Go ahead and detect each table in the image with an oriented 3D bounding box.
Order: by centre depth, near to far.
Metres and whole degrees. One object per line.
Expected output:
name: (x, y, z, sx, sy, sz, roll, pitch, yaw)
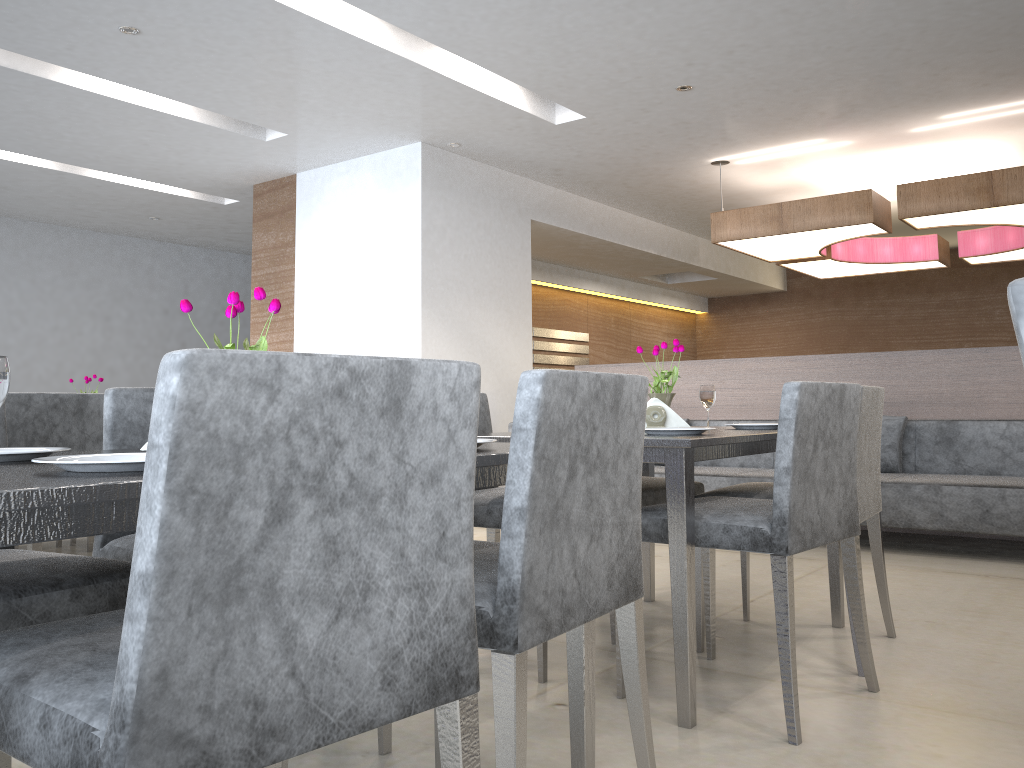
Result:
table: (-0.466, 0.435, 1.430, 0.775, 0.639, 1.185, -3, -4, 37)
table: (0.448, 0.459, 2.636, 0.775, 0.639, 1.185, -3, -4, 37)

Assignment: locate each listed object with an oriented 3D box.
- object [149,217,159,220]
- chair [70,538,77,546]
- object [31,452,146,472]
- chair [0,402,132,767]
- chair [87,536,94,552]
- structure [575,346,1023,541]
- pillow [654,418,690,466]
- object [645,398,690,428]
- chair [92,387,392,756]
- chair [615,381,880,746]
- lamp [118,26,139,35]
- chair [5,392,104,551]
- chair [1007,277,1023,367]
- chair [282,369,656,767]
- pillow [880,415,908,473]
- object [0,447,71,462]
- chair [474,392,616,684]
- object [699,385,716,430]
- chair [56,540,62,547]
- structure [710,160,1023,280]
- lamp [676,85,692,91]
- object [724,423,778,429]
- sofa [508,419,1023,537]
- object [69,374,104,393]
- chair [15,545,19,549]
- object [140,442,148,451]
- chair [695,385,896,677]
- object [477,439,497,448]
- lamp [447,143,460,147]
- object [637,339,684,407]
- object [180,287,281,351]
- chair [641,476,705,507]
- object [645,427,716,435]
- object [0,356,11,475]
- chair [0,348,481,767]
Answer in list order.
object: (-3.329, -1.538, 8.220, 0.089, 0.007, 0.088, 0, -2, -8)
chair: (-2.384, 0.495, 5.101, 0.490, 0.768, 0.475, -5, -6, 42)
object: (-0.487, 0.099, 1.121, 0.216, 0.015, 0.216, -2, -2, 37)
chair: (-0.916, 0.376, 1.431, 0.491, 0.768, 0.475, -4, -6, 32)
chair: (-2.136, 0.468, 4.246, 0.490, 0.768, 0.475, -5, -6, 42)
structure: (2.023, 0.328, 5.209, 3.764, 1.015, 0.223, -2, -6, 37)
pillow: (0.826, 0.365, 5.663, 0.636, 0.322, 0.180, -2, -5, 37)
object: (0.423, 0.090, 2.605, 0.203, 0.101, 0.069, -1, -5, 7)
chair: (-0.581, 0.385, 1.860, 0.490, 0.768, 0.475, -5, -6, 42)
chair: (0.581, 0.383, 2.212, 0.490, 0.768, 0.475, -5, -6, 42)
lamp: (-1.808, -1.667, 4.170, 0.089, 0.007, 0.088, 0, -2, -8)
chair: (-1.414, 0.411, 2.471, 0.491, 0.768, 0.475, -4, -6, 32)
chair: (0.517, 0.332, 0.358, 0.491, 0.768, 0.475, -4, -6, 32)
chair: (-0.062, 0.369, 1.459, 0.491, 0.768, 0.475, -4, -6, 32)
pillow: (1.845, 0.333, 4.900, 0.636, 0.322, 0.180, -2, -5, 37)
object: (-0.795, 0.109, 1.352, 0.216, 0.015, 0.216, -2, -2, 37)
chair: (-0.002, 0.401, 2.638, 0.491, 0.768, 0.475, -4, -6, 32)
object: (0.615, 0.073, 2.778, 0.053, 0.140, 0.053, 0, -6, -5)
chair: (-2.719, 0.486, 4.672, 0.491, 0.768, 0.475, -4, -6, 32)
structure: (3.160, -1.350, 6.742, 2.436, 0.623, 2.438, -2, -2, 37)
lamp: (0.971, -1.672, 4.999, 0.089, 0.007, 0.088, 0, -2, -8)
object: (0.779, 0.134, 2.793, 0.216, 0.015, 0.216, -2, -2, 37)
sofa: (1.715, 0.512, 4.770, 3.788, 0.633, 0.833, -2, -3, 37)
object: (-2.260, 0.087, 4.703, 0.103, 0.278, 0.154, -4, -6, 34)
chair: (-1.933, 0.427, 2.872, 0.490, 0.768, 0.475, -5, -6, 42)
object: (-0.491, 0.065, 1.399, 0.203, 0.101, 0.069, -1, -5, 7)
chair: (0.852, 0.393, 2.665, 0.491, 0.768, 0.475, -4, -6, 32)
object: (-0.135, 0.109, 1.586, 0.216, 0.015, 0.216, -2, -2, 37)
lamp: (-0.401, -1.629, 6.027, 0.089, 0.007, 0.088, 0, -2, -8)
object: (0.457, 0.002, 2.669, 0.103, 0.278, 0.154, -4, -6, 34)
object: (-0.457, -0.022, 1.462, 0.103, 0.278, 0.154, -4, -6, 34)
chair: (0.333, 0.410, 3.066, 0.490, 0.768, 0.475, -5, -6, 42)
object: (0.427, 0.124, 2.328, 0.216, 0.015, 0.216, -2, -2, 37)
object: (-0.624, 0.036, 1.042, 0.053, 0.140, 0.053, 0, -6, -5)
chair: (-0.334, 0.359, 1.005, 0.490, 0.768, 0.475, -5, -6, 42)
